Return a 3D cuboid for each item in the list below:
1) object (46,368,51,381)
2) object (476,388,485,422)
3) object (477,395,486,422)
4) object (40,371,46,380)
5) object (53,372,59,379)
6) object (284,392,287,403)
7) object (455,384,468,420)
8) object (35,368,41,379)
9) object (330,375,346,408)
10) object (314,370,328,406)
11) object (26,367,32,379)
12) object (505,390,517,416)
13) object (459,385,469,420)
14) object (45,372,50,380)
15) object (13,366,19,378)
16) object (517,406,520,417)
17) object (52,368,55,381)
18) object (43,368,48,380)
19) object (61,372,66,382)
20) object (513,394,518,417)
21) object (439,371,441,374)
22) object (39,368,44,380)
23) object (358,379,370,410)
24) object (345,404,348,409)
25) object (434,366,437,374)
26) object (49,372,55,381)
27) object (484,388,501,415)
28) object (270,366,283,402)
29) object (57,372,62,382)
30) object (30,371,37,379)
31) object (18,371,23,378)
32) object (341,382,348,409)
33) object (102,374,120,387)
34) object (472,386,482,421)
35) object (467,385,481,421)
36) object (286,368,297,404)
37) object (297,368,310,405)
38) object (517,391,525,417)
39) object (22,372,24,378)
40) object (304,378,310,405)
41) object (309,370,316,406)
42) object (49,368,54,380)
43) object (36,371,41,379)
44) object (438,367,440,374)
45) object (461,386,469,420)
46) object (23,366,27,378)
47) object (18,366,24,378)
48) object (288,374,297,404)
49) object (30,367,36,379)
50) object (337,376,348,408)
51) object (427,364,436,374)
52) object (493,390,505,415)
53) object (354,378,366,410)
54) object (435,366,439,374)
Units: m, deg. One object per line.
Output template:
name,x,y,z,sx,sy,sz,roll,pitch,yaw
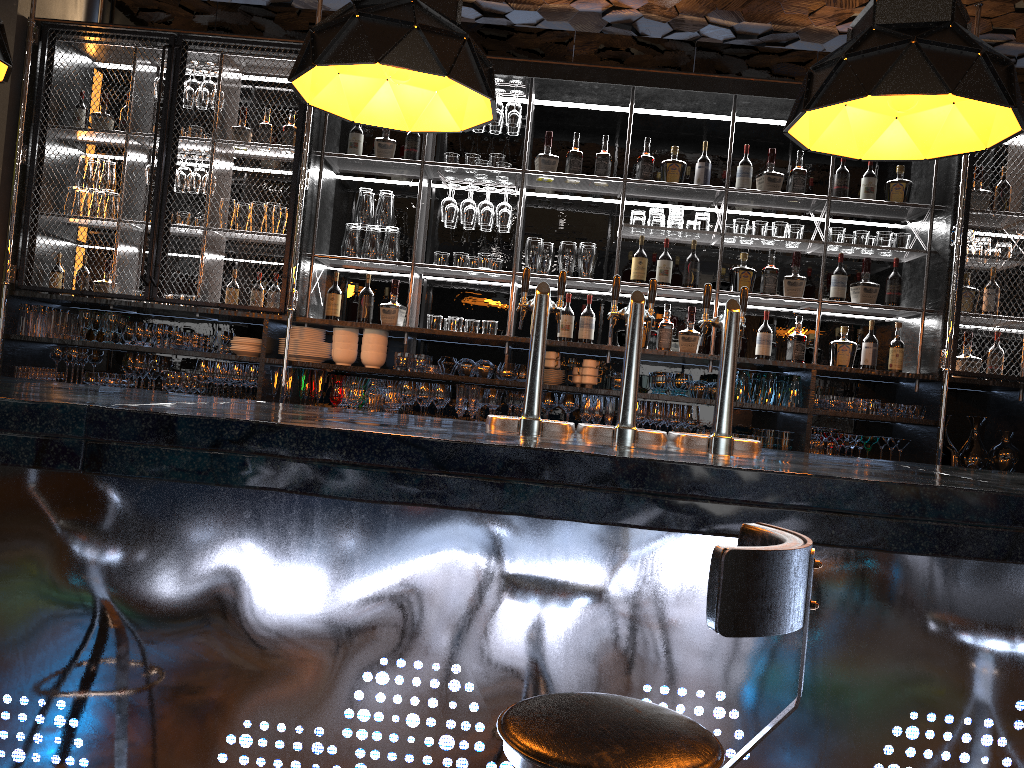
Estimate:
object,-2.681,-0.041,5.122,0.031,0.098,0.031,5,-1,33
object,-0.194,0.129,5.016,0.092,0.218,0.092,6,-1,-38
object,-0.185,0.131,5.123,0.092,0.218,0.092,6,-1,-38
object,-2.641,-0.030,4.984,0.034,0.080,0.034,6,-1,-32
object,-2.637,-0.028,5.114,0.034,0.080,0.034,5,-1,1
object,-1.286,0.021,5.050,0.073,0.229,0.073,5,-1,-10
object,-0.287,0.115,4.894,0.071,0.226,0.071,6,-1,-27
object,-2.684,-0.043,5.012,0.031,0.098,0.031,6,-1,-37
object,-0.966,0.058,4.886,0.082,0.213,0.082,5,-1,31
object,-1.069,0.040,4.913,0.073,0.229,0.073,5,-1,-10
object,-2.688,-0.044,4.934,0.031,0.098,0.031,5,-1,40
object,-0.011,0.145,4.933,0.071,0.217,0.071,5,-1,10
object,-0.286,0.115,4.978,0.071,0.226,0.071,6,-1,-27
object,-2.641,-0.029,5.025,0.034,0.080,0.034,5,-1,10
object,-2.768,-0.051,4.946,0.028,0.097,0.028,5,-1,-9
object,0.034,0.151,5.094,0.071,0.217,0.071,5,-1,10
object,-2.683,-0.041,5.196,0.031,0.098,0.031,5,-1,6
object,-2.683,-0.042,5.087,0.031,0.098,0.031,5,-1,23
object,-2.634,-0.027,5.204,0.034,0.080,0.034,5,-1,11
object,0.020,0.149,5.015,0.071,0.217,0.071,5,-1,10
object,-0.435,-0.078,5.168,0.049,0.048,0.044,5,-1,-10
object,-2.685,-0.043,5.046,0.031,0.098,0.031,6,-1,-43
object,-0.860,0.069,5.062,0.082,0.213,0.082,5,-1,22
object,-0.958,0.061,5.152,0.082,0.213,0.082,6,-1,-22
object,-0.448,-0.081,4.955,0.044,0.048,0.049,5,-1,34
object,-2.636,-0.028,5.073,0.034,0.080,0.034,6,-1,-16
object,-0.116,0.135,4.880,0.092,0.218,0.092,6,-1,-38
object,-1.312,0.017,4.904,0.073,0.229,0.073,5,-1,-10
object,-2.637,-0.028,5.158,0.034,0.080,0.034,5,-1,11
object,-2.642,-0.031,4.892,0.034,0.080,0.034,5,-1,15
object,-2.766,-0.051,4.980,0.028,0.097,0.028,6,-1,-39
object,-0.956,0.060,5.063,0.082,0.213,0.082,6,-1,-39
object,-2.219,-0.004,4.906,0.093,0.101,0.093,6,-1,-36
object,-0.213,0.122,4.933,0.071,0.226,0.071,6,-1,-27
object,-0.215,0.121,4.852,0.071,0.226,0.071,6,-1,-27
object,-1.249,0.024,4.973,0.073,0.229,0.073,5,-1,-10
object,-1.166,0.031,4.920,0.073,0.229,0.073,5,-1,-10
object,0.050,0.151,4.892,0.071,0.217,0.071,5,-1,10
object,-2.766,-0.050,5.013,0.028,0.097,0.028,5,-1,26
object,-1.171,0.032,5.054,0.073,0.229,0.073,5,-1,-10
object,-1.118,0.036,4.988,0.073,0.229,0.073,5,-1,-10
object,-2.683,-0.041,5.160,0.031,0.098,0.031,6,-1,-42
object,-2.642,-0.030,4.936,0.034,0.080,0.034,6,-1,-34
object,-0.440,-0.079,5.113,0.049,0.048,0.044,5,-1,38
object,-0.280,0.117,5.071,0.071,0.226,0.071,6,-1,-27
object,-2.726,-0.048,4.962,0.033,0.101,0.033,6,-1,-18
object,-2.729,-0.048,4.917,0.033,0.101,0.033,5,-1,26
object,-1.288,0.022,5.158,0.073,0.229,0.073,5,-1,-10
object,-2.689,-0.044,4.971,0.031,0.098,0.031,6,-1,-25
object,-0.961,0.059,4.976,0.082,0.213,0.082,5,-1,-6
object,-0.447,-0.082,4.898,0.049,0.048,0.044,5,-1,44
object,-0.097,0.138,4.988,0.092,0.218,0.092,6,-1,-38
object,-0.870,0.067,4.970,0.082,0.213,0.082,6,-1,-22
object,-0.439,-0.080,5.004,0.049,0.048,0.044,5,-1,-11
